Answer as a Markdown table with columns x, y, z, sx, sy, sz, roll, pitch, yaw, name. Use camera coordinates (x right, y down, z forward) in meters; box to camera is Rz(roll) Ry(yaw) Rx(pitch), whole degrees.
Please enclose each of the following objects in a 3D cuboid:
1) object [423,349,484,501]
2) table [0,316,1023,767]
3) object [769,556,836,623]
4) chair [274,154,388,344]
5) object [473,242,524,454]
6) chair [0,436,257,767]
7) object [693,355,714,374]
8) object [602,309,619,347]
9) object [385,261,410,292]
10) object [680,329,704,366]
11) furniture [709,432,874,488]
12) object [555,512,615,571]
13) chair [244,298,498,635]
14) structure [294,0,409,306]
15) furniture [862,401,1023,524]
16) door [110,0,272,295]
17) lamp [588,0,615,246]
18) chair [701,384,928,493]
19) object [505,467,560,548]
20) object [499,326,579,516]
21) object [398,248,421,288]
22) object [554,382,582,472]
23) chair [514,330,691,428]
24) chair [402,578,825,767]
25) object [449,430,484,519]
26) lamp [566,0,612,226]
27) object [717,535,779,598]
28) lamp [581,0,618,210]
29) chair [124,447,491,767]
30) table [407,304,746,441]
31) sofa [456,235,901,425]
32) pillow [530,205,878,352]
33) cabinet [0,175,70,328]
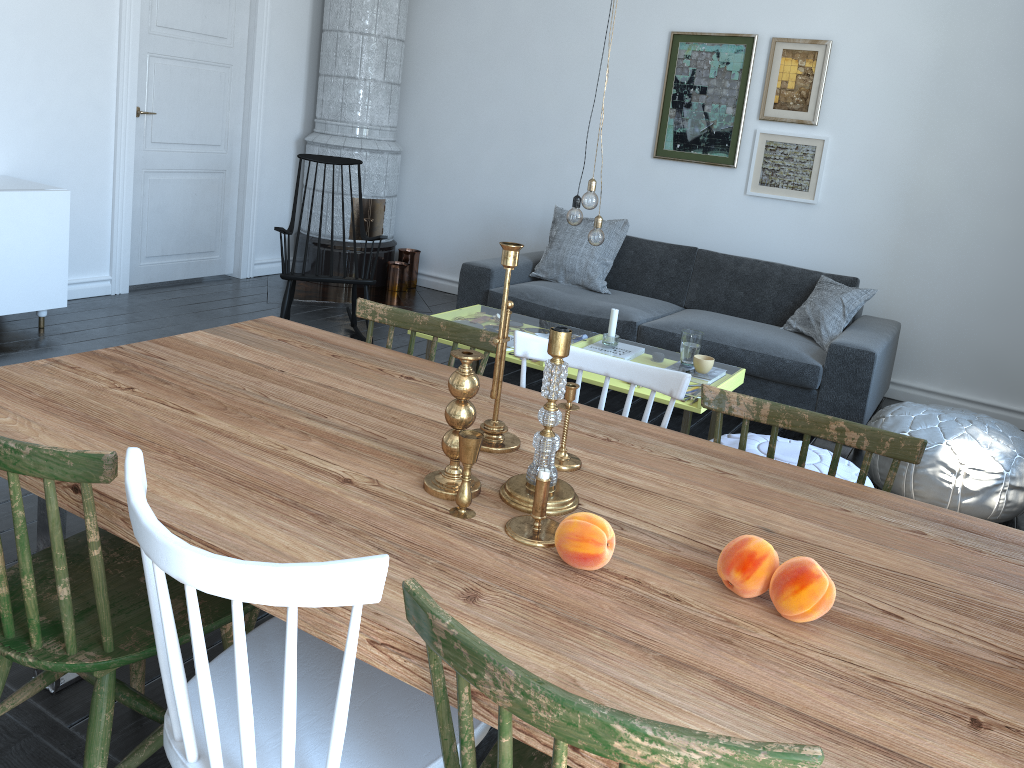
| x | y | z | sx | sy | sz | roll | pitch | yaw | name |
| --- | --- | --- | --- | --- | --- | --- | --- | --- | --- |
| -0.090 | 0.066 | 1.514 | 0.100 | 0.242 | 0.103 | -2 | 14 | -37 | object |
| -0.033 | 0.518 | 1.646 | 2.253 | 0.700 | 1.032 | 16 | 17 | 28 | table |
| 0.409 | 0.290 | 1.241 | 0.088 | 0.088 | 0.085 | 11 | 14 | 18 | object |
| -1.062 | -0.780 | 5.070 | 0.611 | 0.983 | 0.930 | 3 | 14 | -16 | chair |
| -0.016 | -0.076 | 1.739 | 0.113 | 0.402 | 0.116 | 5 | 11 | -9 | object |
| -0.727 | 0.399 | 1.579 | 0.472 | 0.809 | 0.492 | 13 | 14 | 26 | chair |
| 0.808 | -0.080 | 3.725 | 0.087 | 0.065 | 0.089 | -2 | 17 | -32 | object |
| 0.457 | -0.261 | 4.004 | 0.074 | 0.170 | 0.076 | 1 | 13 | -26 | object |
| -0.860 | -0.805 | 6.603 | 0.175 | 0.195 | 0.175 | 11 | 14 | 18 | object |
| 0.775 | -0.156 | 3.826 | 0.097 | 0.143 | 0.100 | 5 | 13 | -11 | object |
| 0.890 | 0.418 | 2.963 | 0.615 | 0.410 | 0.625 | 13 | 16 | 22 | furniture |
| 0.109 | 0.234 | 1.319 | 0.091 | 0.082 | 0.085 | 19 | 18 | 40 | object |
| -0.355 | 0.251 | 2.220 | 0.472 | 0.809 | 0.492 | 13 | 14 | 26 | chair |
| -1.077 | -2.130 | 6.343 | 0.776 | 2.828 | 1.301 | 4 | 12 | -16 | structure |
| 1.845 | 0.297 | 3.722 | 0.687 | 0.373 | 0.689 | 15 | 17 | 27 | furniture |
| -2.086 | -1.861 | 5.753 | 0.117 | 2.421 | 1.183 | 12 | 13 | 27 | door |
| 0.442 | -1.313 | 3.687 | 0.089 | 1.465 | 0.076 | -1 | 13 | -37 | lamp |
| 0.490 | 0.487 | 1.775 | 0.472 | 0.809 | 0.492 | 13 | 14 | 26 | chair |
| 0.045 | 0.185 | 1.399 | 0.103 | 0.111 | 0.104 | 10 | 14 | 14 | object |
| 0.065 | 0.054 | 1.513 | 0.140 | 0.304 | 0.143 | 3 | 12 | -19 | object |
| -0.801 | -0.890 | 6.769 | 0.175 | 0.275 | 0.178 | 14 | 14 | 28 | object |
| 0.104 | 0.078 | 1.695 | 0.080 | 0.157 | 0.082 | 4 | 12 | -14 | object |
| 0.078 | 0.355 | 2.022 | 0.471 | 0.824 | 0.516 | 13 | 14 | 28 | chair |
| 0.118 | 0.635 | 1.134 | 0.472 | 0.809 | 0.492 | 13 | 14 | 26 | chair |
| -0.074 | 0.148 | 1.434 | 0.050 | 0.136 | 0.050 | 13 | 13 | 28 | object |
| 0.358 | -1.404 | 3.710 | 0.074 | 1.465 | 0.088 | 5 | 11 | -10 | lamp |
| 0.347 | 0.268 | 1.296 | 0.091 | 0.086 | 0.085 | -3 | 16 | -34 | object |
| 0.418 | -1.464 | 3.655 | 0.074 | 1.465 | 0.076 | 4 | 11 | -14 | lamp |
| -0.313 | 0.516 | 1.330 | 0.471 | 0.824 | 0.516 | 13 | 14 | 28 | chair |
| 0.255 | 0.012 | 3.986 | 1.417 | 0.390 | 0.609 | 16 | 17 | 28 | table |
| 0.942 | -0.427 | 5.173 | 2.401 | 0.707 | 1.099 | 16 | 17 | 28 | sofa |
| 1.080 | -0.658 | 5.191 | 2.084 | 0.481 | 0.483 | 18 | 17 | 32 | pillow |
| -2.813 | -0.583 | 4.164 | 0.596 | 0.718 | 1.218 | 14 | 16 | 27 | cabinet |
